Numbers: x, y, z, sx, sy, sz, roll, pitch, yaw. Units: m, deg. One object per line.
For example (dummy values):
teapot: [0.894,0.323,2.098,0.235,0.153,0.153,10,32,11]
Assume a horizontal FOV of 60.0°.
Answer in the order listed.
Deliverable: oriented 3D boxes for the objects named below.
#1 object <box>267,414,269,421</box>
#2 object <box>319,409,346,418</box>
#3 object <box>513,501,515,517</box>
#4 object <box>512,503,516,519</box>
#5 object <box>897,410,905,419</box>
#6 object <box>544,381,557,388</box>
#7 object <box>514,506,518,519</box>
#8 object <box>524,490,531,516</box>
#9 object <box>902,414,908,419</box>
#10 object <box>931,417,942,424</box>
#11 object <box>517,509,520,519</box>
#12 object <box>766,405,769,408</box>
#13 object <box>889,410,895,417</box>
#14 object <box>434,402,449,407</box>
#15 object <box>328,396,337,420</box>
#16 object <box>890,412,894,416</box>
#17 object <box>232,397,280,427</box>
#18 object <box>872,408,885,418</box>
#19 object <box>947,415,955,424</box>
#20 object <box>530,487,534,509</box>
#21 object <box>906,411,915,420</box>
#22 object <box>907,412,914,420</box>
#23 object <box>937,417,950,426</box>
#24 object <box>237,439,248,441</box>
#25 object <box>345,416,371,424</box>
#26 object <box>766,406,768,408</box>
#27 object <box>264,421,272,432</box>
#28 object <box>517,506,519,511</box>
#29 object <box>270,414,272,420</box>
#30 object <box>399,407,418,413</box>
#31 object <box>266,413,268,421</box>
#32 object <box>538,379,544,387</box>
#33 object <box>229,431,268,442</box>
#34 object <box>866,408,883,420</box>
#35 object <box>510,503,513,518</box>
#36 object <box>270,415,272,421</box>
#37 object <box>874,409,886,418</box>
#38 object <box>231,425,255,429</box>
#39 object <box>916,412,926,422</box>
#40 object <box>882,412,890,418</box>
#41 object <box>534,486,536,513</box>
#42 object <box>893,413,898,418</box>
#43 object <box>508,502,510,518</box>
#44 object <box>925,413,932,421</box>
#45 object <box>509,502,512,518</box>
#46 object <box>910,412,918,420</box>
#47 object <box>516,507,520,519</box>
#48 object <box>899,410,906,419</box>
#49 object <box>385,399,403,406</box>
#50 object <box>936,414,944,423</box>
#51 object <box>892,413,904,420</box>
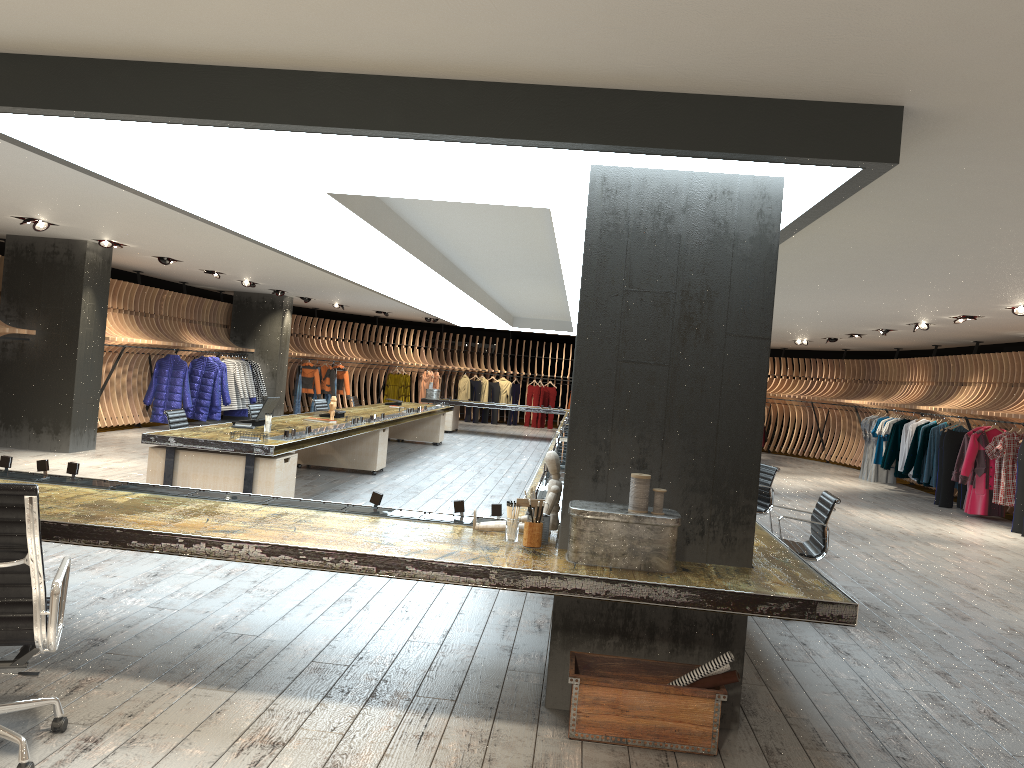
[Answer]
object: [-2.411,0.375,8.746,0.007,0.170,0.030,5,0,-38]
object: [-2.358,0.392,11.639,0.262,0.088,0.373,5,1,5]
object: [0.009,0.643,4.218,0.007,0.170,0.030,5,0,-19]
object: [0.002,0.643,4.176,0.007,0.170,0.030,5,0,-38]
object: [7.306,0.636,16.627,0.524,0.285,0.013,5,0,0]
object: [1.105,-0.023,25.634,0.525,0.270,0.012,5,0,45]
object: [0.012,0.644,4.179,0.030,0.170,0.007,5,0,25]
object: [0.088,0.629,4.233,0.084,0.240,0.009,5,0,-18]
object: [7.253,0.635,16.344,0.524,0.284,0.014,5,0,15]
object: [7.167,0.638,15.011,0.525,0.270,0.012,5,0,10]
object: [0.023,0.644,4.194,0.030,0.170,0.007,5,0,-29]
object: [6.363,0.467,22.677,0.525,0.270,0.012,5,0,-20]
object: [7.288,0.630,16.928,0.524,0.288,0.015,5,0,15]
object: [-1.408,0.405,17.673,0.302,0.074,0.217,5,1,-1]
object: [-2.245,0.302,11.091,0.097,0.300,0.320,5,0,-12]
object: [7.337,0.626,17.059,0.525,0.270,0.012,5,0,30]
object: [-2.690,0.280,9.325,0.365,0.316,0.373,5,0,5]
object: [7.362,0.618,17.675,0.525,0.270,0.012,5,0,-5]
object: [7.114,0.640,14.374,0.525,0.270,0.012,5,0,15]
object: [0.102,0.618,4.217,0.062,0.264,0.012,5,0,-43]
object: [7.260,0.633,16.158,0.525,0.270,0.012,5,0,5]
object: [7.266,0.635,16.075,0.525,0.270,0.012,5,0,5]
object: [7.156,0.641,14.696,0.525,0.270,0.012,5,0,5]
object: [-2.298,0.489,7.742,0.176,0.004,0.130,5,1,9]
object: [-1.927,0.450,11.096,0.302,0.074,0.217,5,1,-1]
object: [6.313,0.462,22.765,0.525,0.270,0.012,5,0,5]
object: [-2.414,0.420,8.767,0.062,0.111,0.061,5,0,38]
object: [0.022,0.644,4.204,0.007,0.170,0.030,5,0,35]
object: [-2.394,0.377,8.755,0.030,0.170,0.007,5,0,-2]
object: [-1.669,0.427,14.305,0.302,0.071,0.209,5,1,-1]
object: [-2.421,0.374,8.748,0.007,0.170,0.030,5,0,-12]
object: [0.817,-0.048,25.639,0.012,0.270,0.525,5,0,-25]
object: [-2.294,0.464,7.741,0.302,0.074,0.217,5,1,-1]
object: [7.381,0.618,17.819,0.525,0.270,0.012,5,0,20]
object: [-0.007,0.642,4.178,0.007,0.170,0.030,5,0,-12]
object: [-2.391,0.377,8.764,0.030,0.170,0.007,5,0,-29]
object: [7.359,0.620,17.538,0.525,0.270,0.012,5,0,20]
object: [-2.718,0.432,8.966,0.213,0.019,0.219,5,1,-10]
object: [7.215,0.629,15.576,0.525,0.270,0.012,5,0,10]
object: [7.365,0.623,17.364,0.525,0.270,0.012,5,0,-10]
object: [0.107,0.615,4.217,0.008,0.267,0.060,5,0,21]
object: [7.308,0.626,16.819,0.525,0.270,0.012,5,0,10]
object: [-0.015,0.641,4.185,0.007,0.170,0.030,5,0,15]
object: [7.197,0.631,15.343,0.525,0.270,0.012,5,0,5]
object: [-0.011,0.642,4.181,0.007,0.170,0.030,5,0,1]
object: [7.241,0.635,15.949,0.525,0.270,0.012,5,0,10]
object: [0.019,0.644,4.185,0.030,0.170,0.007,5,0,-2]
object: [7.283,0.625,16.515,0.525,0.270,0.012,5,0,-10]
object: [-2.161,0.335,16.205,0.261,0.111,0.373,5,1,5]
object: [7.147,0.637,14.808,0.525,0.270,0.012,5,0,5]
object: [7.324,0.635,16.731,0.523,0.290,0.013,5,0,0]
